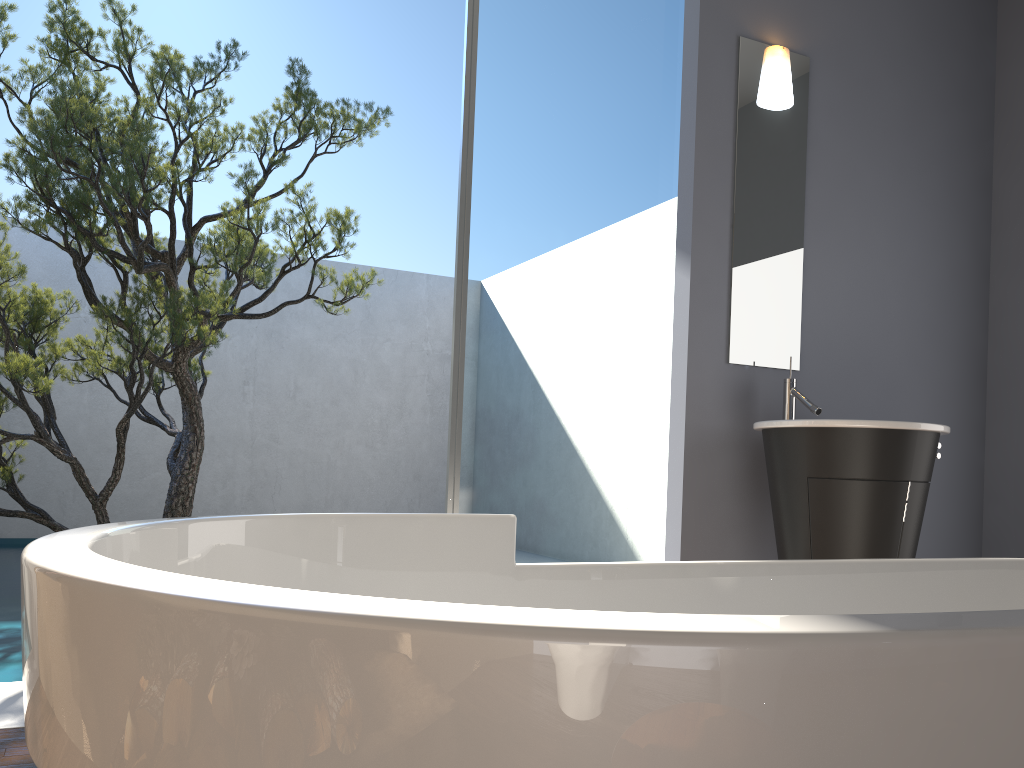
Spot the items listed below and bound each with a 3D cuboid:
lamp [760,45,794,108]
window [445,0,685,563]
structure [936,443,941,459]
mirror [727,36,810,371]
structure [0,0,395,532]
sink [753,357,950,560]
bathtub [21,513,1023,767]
[{"bbox_3d":[1.055,-1.213,3.469,0.157,0.213,0.057,3,-2,-25],"label":"lamp"},{"bbox_3d":[0.660,-0.366,3.450,1.888,2.996,0.021,3,-2,-25],"label":"window"},{"bbox_3d":[1.450,0.260,3.433,0.025,0.144,0.481,3,-5,-25],"label":"structure"},{"bbox_3d":[1.016,-0.699,3.487,0.355,1.267,0.012,3,-1,-25],"label":"mirror"},{"bbox_3d":[-2.241,-0.302,5.177,2.592,3.461,2.522,4,-3,-32],"label":"structure"},{"bbox_3d":[1.172,0.499,3.113,0.648,1.247,0.646,4,-3,-43],"label":"sink"},{"bbox_3d":[0.570,0.551,1.098,2.102,0.710,0.914,5,-4,-26],"label":"bathtub"}]
